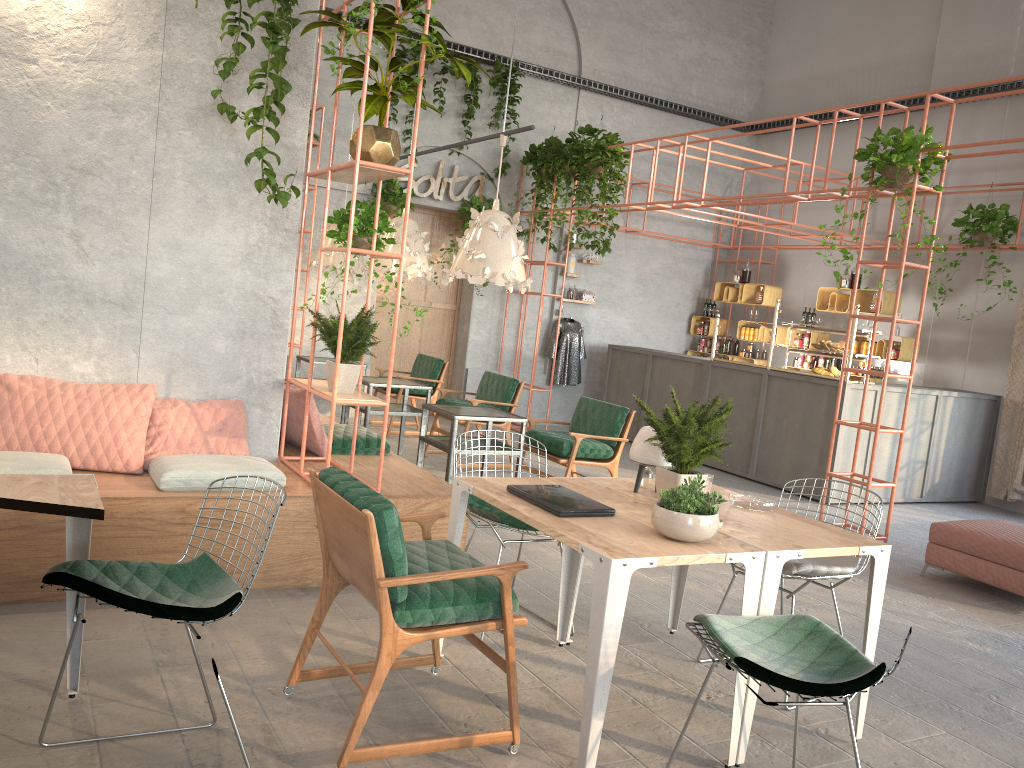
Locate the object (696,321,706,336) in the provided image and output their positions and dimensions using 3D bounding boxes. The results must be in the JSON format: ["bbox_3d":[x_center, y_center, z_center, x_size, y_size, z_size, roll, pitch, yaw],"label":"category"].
[{"bbox_3d":[2.840,-0.833,13.289,0.131,0.207,0.131,8,5,15],"label":"object"}]

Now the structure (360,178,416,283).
[{"bbox_3d":[-1.648,-2.021,10.972,0.921,1.527,0.950,7,5,4],"label":"structure"}]

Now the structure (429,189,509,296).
[{"bbox_3d":[-0.525,-1.932,11.664,0.950,1.527,0.921,4,6,-31],"label":"structure"}]

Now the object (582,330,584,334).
[{"bbox_3d":[1.002,-0.731,12.552,0.033,0.146,0.070,10,6,31],"label":"object"}]

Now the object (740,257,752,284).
[{"bbox_3d":[3.365,-1.623,12.711,0.134,0.386,0.134,7,5,4],"label":"object"}]

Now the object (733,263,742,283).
[{"bbox_3d":[3.299,-1.605,12.898,0.134,0.301,0.134,2,7,-41],"label":"object"}]

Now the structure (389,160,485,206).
[{"bbox_3d":[-0.935,-2.579,11.224,1.312,0.505,0.063,4,6,-30],"label":"structure"}]

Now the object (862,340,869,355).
[{"bbox_3d":[4.266,-0.427,10.683,0.069,0.191,0.069,7,5,6],"label":"object"}]

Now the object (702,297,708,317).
[{"bbox_3d":[2.888,-1.148,13.217,0.066,0.291,0.066,10,6,30],"label":"object"}]

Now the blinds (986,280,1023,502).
[{"bbox_3d":[6.721,-0.606,7.570,0.414,4.389,4.957,4,6,-29],"label":"blinds"}]

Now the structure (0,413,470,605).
[{"bbox_3d":[-3.580,0.381,6.618,4.386,0.500,5.831,4,6,-30],"label":"structure"}]

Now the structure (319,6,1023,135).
[{"bbox_3d":[0.827,-3.306,3.424,15.603,0.110,15.203,4,6,-30],"label":"structure"}]

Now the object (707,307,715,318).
[{"bbox_3d":[2.944,-1.062,13.139,0.115,0.147,0.115,8,5,15],"label":"object"}]

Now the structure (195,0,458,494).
[{"bbox_3d":[-2.332,-1.404,4.116,4.501,4.345,14.096,4,6,-31],"label":"structure"}]

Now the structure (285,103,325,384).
[{"bbox_3d":[-2.680,-1.396,10.156,0.630,3.597,0.430,4,6,-30],"label":"structure"}]

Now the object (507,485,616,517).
[{"bbox_3d":[0.192,0.472,3.605,0.268,0.031,0.427,4,6,-30],"label":"object"}]

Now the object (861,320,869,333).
[{"bbox_3d":[4.280,-0.701,10.755,0.083,0.159,0.083,8,5,15],"label":"object"}]

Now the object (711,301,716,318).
[{"bbox_3d":[3.026,-1.139,13.294,0.066,0.291,0.066,8,5,10],"label":"object"}]

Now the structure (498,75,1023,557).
[{"bbox_3d":[4.923,-0.212,6.522,4.157,4.247,14.689,4,6,-30],"label":"structure"}]

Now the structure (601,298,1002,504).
[{"bbox_3d":[3.405,0.014,11.147,2.579,2.022,4.057,4,6,-30],"label":"structure"}]

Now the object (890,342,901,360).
[{"bbox_3d":[4.498,-0.380,10.359,0.131,0.207,0.131,8,5,15],"label":"object"}]

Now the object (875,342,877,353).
[{"bbox_3d":[4.398,-0.418,10.758,0.069,0.191,0.069,10,6,32],"label":"object"}]

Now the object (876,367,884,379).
[{"bbox_3d":[4.465,-0.135,10.746,0.073,0.131,0.073,3,6,-37],"label":"object"}]

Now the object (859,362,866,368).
[{"bbox_3d":[4.291,-0.252,10.789,0.115,0.107,0.115,9,6,26],"label":"object"}]

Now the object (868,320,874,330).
[{"bbox_3d":[4.324,-0.689,10.676,0.083,0.159,0.083,8,5,15],"label":"object"}]

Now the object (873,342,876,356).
[{"bbox_3d":[4.310,-0.415,10.605,0.069,0.191,0.069,5,5,-13],"label":"object"}]

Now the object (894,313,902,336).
[{"bbox_3d":[4.565,-0.702,10.505,0.075,0.273,0.075,2,7,-41],"label":"object"}]

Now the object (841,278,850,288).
[{"bbox_3d":[4.142,-1.250,11.019,0.088,0.123,0.088,9,6,26],"label":"object"}]

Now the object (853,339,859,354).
[{"bbox_3d":[4.187,-0.449,10.824,0.069,0.191,0.069,5,5,-18],"label":"object"}]

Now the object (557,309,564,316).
[{"bbox_3d":[0.673,-1.004,12.317,0.093,0.121,0.049,4,6,-27],"label":"object"}]

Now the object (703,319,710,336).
[{"bbox_3d":[2.908,-0.838,13.145,0.072,0.248,0.094,4,6,-30],"label":"object"}]

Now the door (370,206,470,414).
[{"bbox_3d":[-1.452,-1.002,12.009,1.360,2.729,0.551,4,6,-30],"label":"door"}]

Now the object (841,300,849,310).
[{"bbox_3d":[4.161,-0.974,11.030,0.123,0.142,0.141,4,6,-30],"label":"object"}]

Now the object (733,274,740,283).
[{"bbox_3d":[3.212,-1.506,12.679,0.088,0.123,0.088,9,6,26],"label":"object"}]

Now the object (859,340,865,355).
[{"bbox_3d":[4.319,-0.440,10.899,0.069,0.191,0.069,7,5,10],"label":"object"}]

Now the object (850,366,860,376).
[{"bbox_3d":[4.190,-0.161,10.823,0.115,0.107,0.115,3,6,-32],"label":"object"}]

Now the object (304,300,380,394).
[{"bbox_3d":[-0.939,-0.209,4.963,0.438,0.527,0.368,4,6,-30],"label":"object"}]

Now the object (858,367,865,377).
[{"bbox_3d":[4.252,-0.144,10.711,0.115,0.107,0.115,9,6,27],"label":"object"}]

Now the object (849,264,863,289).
[{"bbox_3d":[4.295,-1.368,11.051,0.134,0.386,0.134,2,7,-41],"label":"object"}]

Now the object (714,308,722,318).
[{"bbox_3d":[3.058,-1.055,13.204,0.115,0.147,0.115,8,5,15],"label":"object"}]

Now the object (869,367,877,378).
[{"bbox_3d":[4.343,-0.142,10.670,0.073,0.131,0.073,3,6,-37],"label":"object"}]

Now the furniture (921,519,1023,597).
[{"bbox_3d":[3.658,1.274,6.305,0.941,0.446,0.976,4,6,-30],"label":"furniture"}]

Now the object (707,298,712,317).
[{"bbox_3d":[2.954,-1.144,13.256,0.066,0.291,0.066,4,6,-23],"label":"object"}]

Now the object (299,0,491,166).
[{"bbox_3d":[-0.641,-1.644,4.814,0.934,0.947,0.903,9,5,22],"label":"object"}]

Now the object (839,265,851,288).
[{"bbox_3d":[4.229,-1.350,11.238,0.134,0.301,0.134,2,7,-41],"label":"object"}]

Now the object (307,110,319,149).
[{"bbox_3d":[-2.569,-2.806,9.883,0.900,1.101,0.894,9,6,29],"label":"object"}]

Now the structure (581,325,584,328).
[{"bbox_3d":[0.989,-0.817,12.546,0.066,0.044,0.019,4,6,-30],"label":"structure"}]

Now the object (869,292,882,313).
[{"bbox_3d":[4.406,-0.978,10.727,0.137,0.261,0.137,7,5,6],"label":"object"}]

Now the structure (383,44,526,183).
[{"bbox_3d":[-0.782,-3.394,11.060,1.939,1.514,0.856,3,6,-36],"label":"structure"}]

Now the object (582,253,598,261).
[{"bbox_3d":[1.090,-1.773,12.381,0.263,0.101,0.013,4,6,-30],"label":"object"}]
